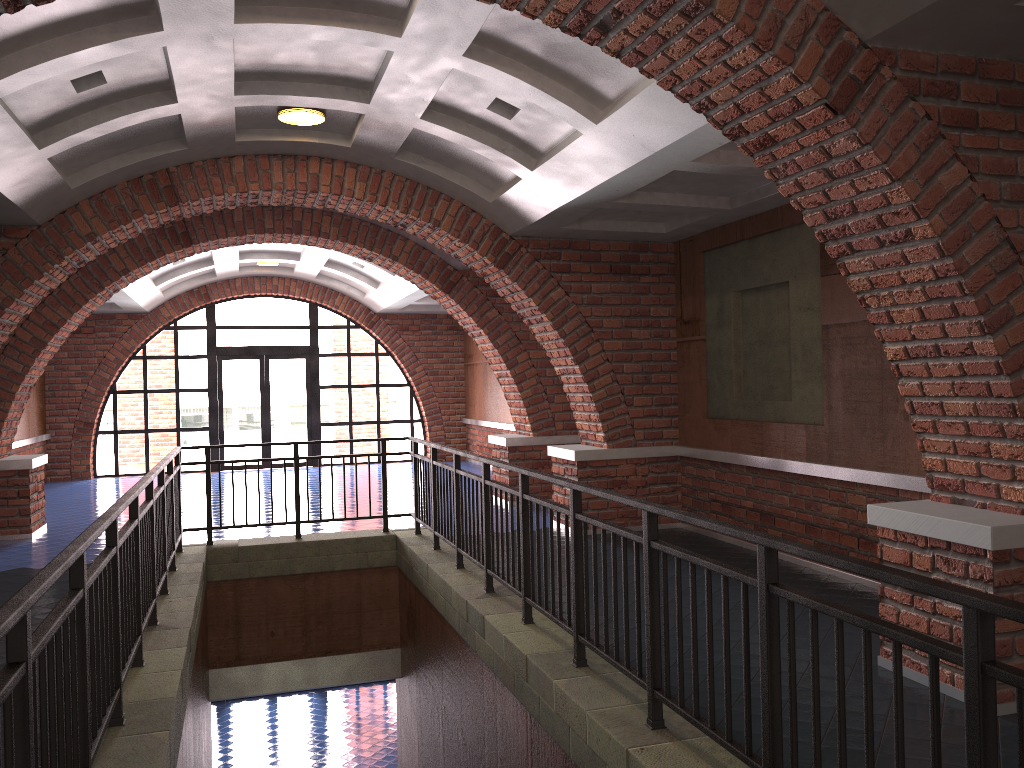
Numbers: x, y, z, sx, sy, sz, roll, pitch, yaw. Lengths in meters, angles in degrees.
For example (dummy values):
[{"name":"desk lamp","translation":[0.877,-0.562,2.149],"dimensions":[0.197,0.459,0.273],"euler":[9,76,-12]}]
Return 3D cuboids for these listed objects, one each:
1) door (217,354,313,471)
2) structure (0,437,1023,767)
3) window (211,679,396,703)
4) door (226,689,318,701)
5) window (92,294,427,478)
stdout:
[{"name":"door","translation":[-4.820,0.539,17.346],"dimensions":[1.754,2.236,0.040],"euler":[-1,0,-17]},{"name":"structure","translation":[-0.410,3.353,3.469],"dimensions":[2.464,5.665,11.176],"euler":[-1,0,-17]},{"name":"window","translation":[-4.671,4.367,17.358],"dimensions":[6.353,3.471,0.100],"euler":[-1,0,-17]},{"name":"door","translation":[-4.708,4.988,17.348],"dimensions":[1.754,2.236,0.040],"euler":[-1,0,-17]},{"name":"window","translation":[-4.782,-0.030,17.355],"dimensions":[6.353,3.471,0.100],"euler":[-1,0,-17]}]
